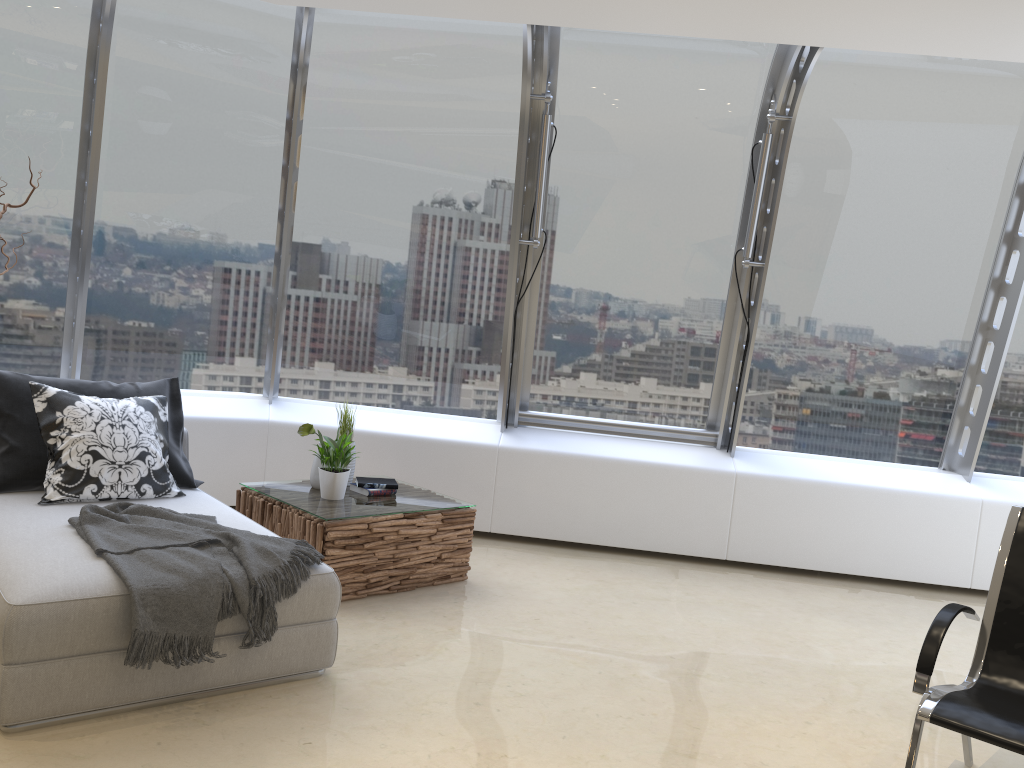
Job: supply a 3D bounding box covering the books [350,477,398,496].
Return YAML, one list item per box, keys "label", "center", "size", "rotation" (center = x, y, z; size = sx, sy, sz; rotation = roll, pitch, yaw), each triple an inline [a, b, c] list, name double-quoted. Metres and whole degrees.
- label: "books"
  center: [-0.760, 0.572, 4.922]
  size: [0.265, 0.063, 0.246]
  rotation: [4, 4, -22]

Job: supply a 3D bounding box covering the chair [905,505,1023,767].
- label: "chair"
  center: [1.704, 0.951, 2.703]
  size: [0.752, 0.972, 0.943]
  rotation: [9, 5, 41]

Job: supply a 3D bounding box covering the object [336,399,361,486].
- label: "object"
  center: [-0.954, 0.319, 5.046]
  size: [0.153, 0.511, 0.150]
  rotation: [3, 5, -41]

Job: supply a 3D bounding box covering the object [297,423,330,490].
- label: "object"
  center: [-1.068, 0.392, 4.837]
  size: [0.152, 0.370, 0.297]
  rotation: [8, 5, 35]

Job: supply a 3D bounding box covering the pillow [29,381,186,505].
- label: "pillow"
  center: [-1.865, 0.278, 4.116]
  size: [0.683, 0.528, 0.431]
  rotation: [2, 5, -45]

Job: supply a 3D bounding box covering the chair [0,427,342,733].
- label: "chair"
  center: [-1.733, 0.655, 3.851]
  size: [1.176, 0.690, 2.068]
  rotation: [3, 5, -39]

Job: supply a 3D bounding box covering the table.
- label: "table"
  center: [-0.858, 0.816, 4.846]
  size: [1.007, 0.436, 0.923]
  rotation: [2, 5, -44]

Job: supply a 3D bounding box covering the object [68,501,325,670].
- label: "object"
  center: [-1.207, 0.705, 3.455]
  size: [0.825, 0.359, 1.024]
  rotation: [3, 5, -40]

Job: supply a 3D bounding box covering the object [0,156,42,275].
- label: "object"
  center: [-3.268, -0.219, 4.260]
  size: [1.370, 2.059, 1.508]
  rotation: [5, 4, -8]

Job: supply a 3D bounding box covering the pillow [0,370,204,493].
- label: "pillow"
  center: [-2.074, 0.225, 4.331]
  size: [1.070, 0.597, 0.510]
  rotation: [3, 5, -39]

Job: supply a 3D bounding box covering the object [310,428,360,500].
- label: "object"
  center: [-0.935, 0.419, 4.668]
  size: [0.284, 0.369, 0.215]
  rotation: [7, 4, 24]
